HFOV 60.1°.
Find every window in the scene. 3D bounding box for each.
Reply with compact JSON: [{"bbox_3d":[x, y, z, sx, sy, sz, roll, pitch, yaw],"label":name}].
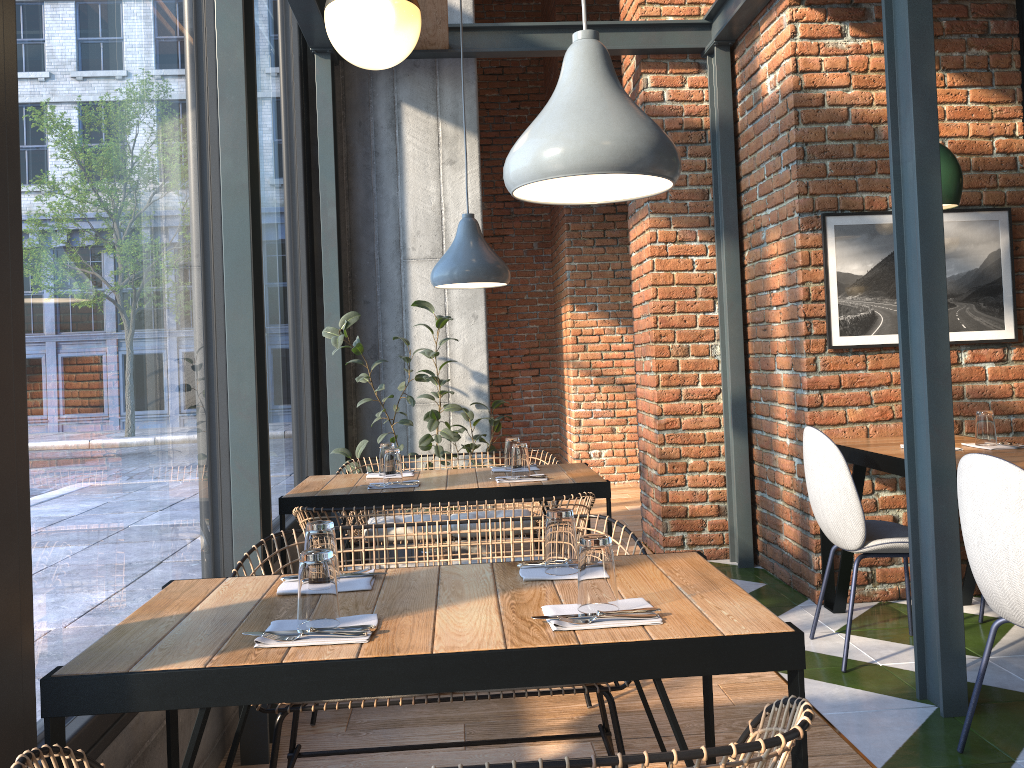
[{"bbox_3d":[-0.957,-1.989,0.645,0.127,5.602,8.718,-2,1,-3],"label":"window"}]

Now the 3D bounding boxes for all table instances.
[{"bbox_3d":[-0.139,0.796,1.799,1.271,0.707,0.658,-2,0,-4],"label":"table"},{"bbox_3d":[-0.258,0.749,3.717,1.271,0.707,0.658,-2,0,-4],"label":"table"},{"bbox_3d":[1.820,0.662,2.715,0.658,0.766,2.772,-2,1,-3],"label":"table"}]

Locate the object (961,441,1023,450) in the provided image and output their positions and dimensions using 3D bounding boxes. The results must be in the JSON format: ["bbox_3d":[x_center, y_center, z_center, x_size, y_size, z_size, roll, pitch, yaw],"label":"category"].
[{"bbox_3d":[1.929,0.242,3.537,0.157,0.019,0.242,-2,2,-3],"label":"object"}]

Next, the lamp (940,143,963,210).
[{"bbox_3d":[1.712,-1.741,3.699,0.224,2.024,0.223,-2,-1,0],"label":"lamp"}]

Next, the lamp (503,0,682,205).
[{"bbox_3d":[0.069,-2.630,1.813,0.353,4.495,0.352,-1,-2,-42],"label":"lamp"}]

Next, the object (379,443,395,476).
[{"bbox_3d":[-0.543,0.328,3.869,0.080,0.138,0.080,-2,-1,-30],"label":"object"}]

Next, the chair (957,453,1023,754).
[{"bbox_3d":[1.519,0.621,2.423,0.508,0.888,0.418,-2,-1,-7],"label":"chair"}]

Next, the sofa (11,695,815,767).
[{"bbox_3d":[-0.104,0.797,1.234,1.092,0.733,0.470,-2,0,-4],"label":"sofa"}]

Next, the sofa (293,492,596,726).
[{"bbox_3d":[-0.223,0.750,3.156,1.092,0.733,0.470,-2,0,-4],"label":"sofa"}]

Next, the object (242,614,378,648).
[{"bbox_3d":[-0.366,0.448,1.626,0.242,0.019,0.157,-2,2,-1],"label":"object"}]

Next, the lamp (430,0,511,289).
[{"bbox_3d":[-0.270,-2.673,3.915,0.352,4.495,0.353,-3,-1,32],"label":"lamp"}]

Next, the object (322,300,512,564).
[{"bbox_3d":[-0.499,0.333,4.697,0.859,1.499,0.898,-2,-1,15],"label":"object"}]

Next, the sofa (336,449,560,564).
[{"bbox_3d":[-0.293,0.723,4.283,1.092,0.733,0.470,-2,0,-4],"label":"sofa"}]

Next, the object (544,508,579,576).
[{"bbox_3d":[0.110,0.352,1.992,0.080,0.138,0.080,-2,-1,-28],"label":"object"}]

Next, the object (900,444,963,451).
[{"bbox_3d":[1.678,0.252,3.565,0.157,0.019,0.242,-2,2,-5],"label":"object"}]

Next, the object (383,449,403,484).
[{"bbox_3d":[-0.483,0.333,3.584,0.080,0.138,0.080,-3,-1,28],"label":"object"}]

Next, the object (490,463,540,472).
[{"bbox_3d":[0.026,0.369,3.926,0.242,0.019,0.157,-2,2,-3],"label":"object"}]

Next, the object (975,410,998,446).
[{"bbox_3d":[1.902,0.177,3.558,0.080,0.138,0.080,-2,-1,-30],"label":"object"}]

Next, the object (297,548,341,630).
[{"bbox_3d":[-0.362,0.381,1.651,0.080,0.138,0.080,-2,-1,-28],"label":"object"}]

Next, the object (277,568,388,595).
[{"bbox_3d":[-0.401,0.439,1.982,0.242,0.019,0.157,-2,2,-4],"label":"object"}]

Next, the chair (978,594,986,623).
[{"bbox_3d":[2.185,0.563,3.579,0.508,0.888,0.418,-2,-1,-7],"label":"chair"}]

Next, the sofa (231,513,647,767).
[{"bbox_3d":[-0.174,0.770,2.361,1.092,0.733,0.470,-2,0,-4],"label":"sofa"}]

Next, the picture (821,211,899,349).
[{"bbox_3d":[1.661,-0.484,4.112,0.430,0.632,0.015,-2,-1,-4],"label":"picture"}]

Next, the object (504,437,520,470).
[{"bbox_3d":[0.004,0.305,3.903,0.080,0.138,0.080,-2,-1,-30],"label":"object"}]

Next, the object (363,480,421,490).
[{"bbox_3d":[-0.486,0.400,3.559,0.242,0.019,0.157,-2,2,-5],"label":"object"}]

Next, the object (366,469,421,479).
[{"bbox_3d":[-0.521,0.393,3.892,0.242,0.019,0.157,-2,2,-3],"label":"object"}]

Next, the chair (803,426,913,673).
[{"bbox_3d":[1.414,0.598,3.439,0.507,0.888,0.418,-2,-1,3],"label":"chair"}]

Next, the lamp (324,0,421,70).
[{"bbox_3d":[-0.461,-2.782,2.520,0.268,3.798,0.268,-1,-1,-35],"label":"lamp"}]

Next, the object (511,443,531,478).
[{"bbox_3d":[0.034,0.311,3.617,0.080,0.138,0.080,-2,-1,-30],"label":"object"}]

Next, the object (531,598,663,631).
[{"bbox_3d":[0.154,0.425,1.657,0.242,0.019,0.157,-2,2,-5],"label":"object"}]

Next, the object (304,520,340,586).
[{"bbox_3d":[-0.423,0.375,1.959,0.080,0.138,0.080,-2,-1,-1],"label":"object"}]

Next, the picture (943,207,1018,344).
[{"bbox_3d":[2.140,-0.504,4.142,0.430,0.632,0.015,-2,-1,-4],"label":"picture"}]

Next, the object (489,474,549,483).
[{"bbox_3d":[0.026,0.378,3.591,0.242,0.019,0.157,-2,2,-3],"label":"object"}]

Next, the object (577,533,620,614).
[{"bbox_3d":[0.161,0.358,1.683,0.080,0.138,0.080,-2,-1,-2],"label":"object"}]

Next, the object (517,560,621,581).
[{"bbox_3d":[0.133,0.417,2.014,0.242,0.019,0.157,-2,2,-1],"label":"object"}]
